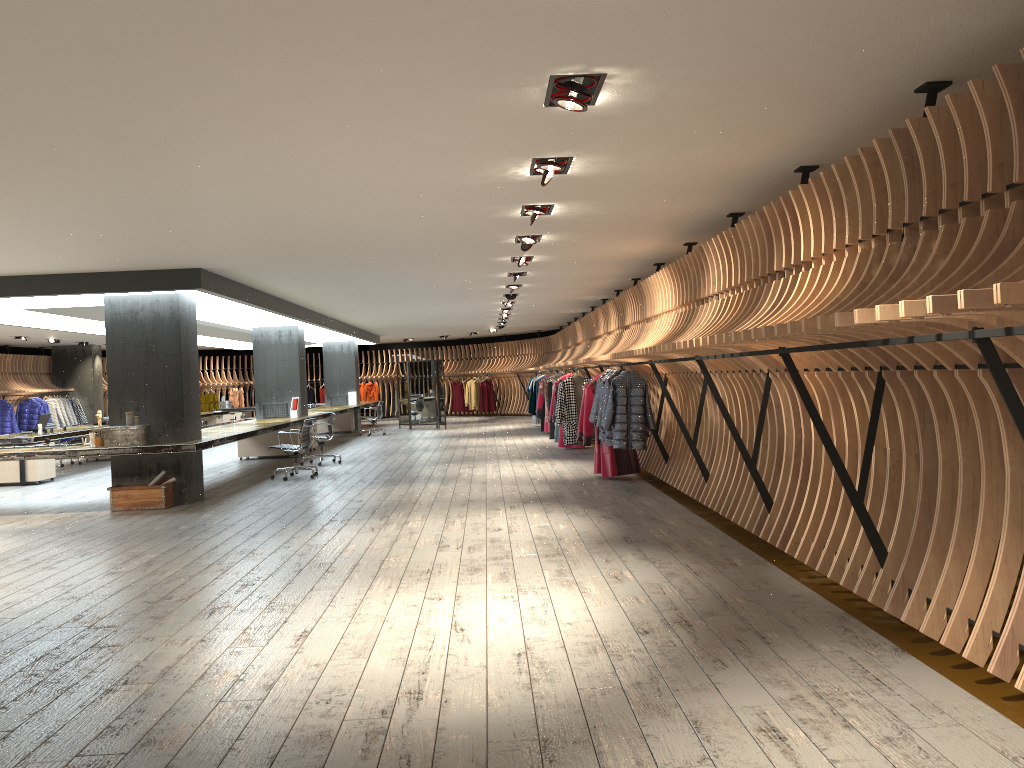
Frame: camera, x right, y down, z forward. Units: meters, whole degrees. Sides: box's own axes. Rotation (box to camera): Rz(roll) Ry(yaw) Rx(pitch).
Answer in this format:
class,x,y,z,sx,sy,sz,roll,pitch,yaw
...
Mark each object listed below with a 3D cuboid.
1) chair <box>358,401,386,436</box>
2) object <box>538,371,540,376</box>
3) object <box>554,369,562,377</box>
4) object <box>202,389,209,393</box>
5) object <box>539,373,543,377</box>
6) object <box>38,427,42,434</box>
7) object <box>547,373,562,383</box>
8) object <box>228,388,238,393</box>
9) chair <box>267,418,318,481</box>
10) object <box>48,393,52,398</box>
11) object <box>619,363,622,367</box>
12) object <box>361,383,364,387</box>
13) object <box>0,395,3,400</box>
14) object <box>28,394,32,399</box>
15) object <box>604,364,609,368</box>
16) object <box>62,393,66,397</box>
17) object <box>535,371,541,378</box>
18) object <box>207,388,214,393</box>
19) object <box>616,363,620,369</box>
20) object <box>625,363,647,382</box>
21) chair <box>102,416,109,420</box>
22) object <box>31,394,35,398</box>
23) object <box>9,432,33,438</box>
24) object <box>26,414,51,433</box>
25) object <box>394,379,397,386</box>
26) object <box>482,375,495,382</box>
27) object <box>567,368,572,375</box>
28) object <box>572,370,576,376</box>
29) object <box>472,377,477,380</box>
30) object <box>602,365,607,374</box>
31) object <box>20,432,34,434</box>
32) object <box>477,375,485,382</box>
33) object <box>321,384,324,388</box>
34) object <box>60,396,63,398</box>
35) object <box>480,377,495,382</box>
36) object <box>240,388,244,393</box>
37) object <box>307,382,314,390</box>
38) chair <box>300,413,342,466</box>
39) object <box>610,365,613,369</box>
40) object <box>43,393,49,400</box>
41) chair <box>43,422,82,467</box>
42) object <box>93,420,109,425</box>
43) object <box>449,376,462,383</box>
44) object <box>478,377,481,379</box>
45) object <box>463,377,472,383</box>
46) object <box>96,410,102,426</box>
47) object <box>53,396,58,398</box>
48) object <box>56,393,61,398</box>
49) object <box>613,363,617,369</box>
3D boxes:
class,x,y,z,sx,sy,sz,roll,pitch,yaw
chair,-3.573,0.879,22.573,0.667,0.859,0.693,-3,0,-6
object,0.778,-0.223,24.711,0.525,0.270,0.012,-3,0,13
object,0.966,-0.173,18.665,0.525,0.270,0.012,-2,0,38
object,-10.442,0.238,30.219,0.525,0.270,0.012,-2,0,28
object,0.804,-0.204,23.512,0.524,0.284,0.014,-3,0,8
object,-7.937,0.785,14.917,0.061,0.111,0.061,-3,0,32
object,0.981,-0.171,18.452,0.525,0.270,0.012,-3,0,-2
object,-9.712,0.196,30.843,0.525,0.270,0.012,-2,0,33
chair,-3.237,0.957,13.079,0.667,0.859,0.693,-3,0,-6
object,-12.338,0.403,23.733,0.518,0.313,0.012,-3,0,-2
object,1.222,-0.121,9.992,0.440,0.226,0.010,-2,0,23
object,-5.392,-0.013,32.088,0.012,0.270,0.525,-3,0,3
object,-12.294,0.405,21.322,0.525,0.270,0.012,-3,0,-2
object,-12.352,0.408,22.713,0.523,0.292,0.012,-3,0,-2
object,1.221,-0.101,11.092,0.523,0.291,0.015,-3,0,8
object,-12.365,0.407,24.532,0.516,0.316,0.012,-3,0,-2
object,0.775,-0.210,24.096,0.523,0.289,0.015,-3,0,8
object,-10.314,0.231,30.350,0.525,0.270,0.012,-2,0,28
object,1.247,-0.122,10.151,0.438,0.242,0.016,-2,0,23
object,1.252,-0.118,9.507,0.440,0.226,0.010,-2,0,38
chair,-8.849,1.146,20.012,0.667,0.859,0.693,-3,0,-6
object,-12.323,0.400,22.855,0.523,0.291,0.012,-3,0,-2
object,-7.702,0.804,13.910,0.302,0.074,0.217,-3,0,-7
object,-8.287,0.687,15.440,0.365,0.316,0.373,-3,0,-2
object,-4.137,-0.065,31.857,0.012,0.270,0.525,-3,0,13
object,-0.775,-0.199,29.709,0.525,0.270,0.012,-3,0,-27
object,1.033,-0.146,15.855,0.525,0.270,0.012,-2,0,28
object,1.070,-0.138,14.792,0.525,0.270,0.012,-3,0,-2
object,-1.262,-0.186,30.243,0.525,0.270,0.012,-3,0,-2
object,1.205,-0.113,11.365,0.525,0.270,0.012,-2,0,28
object,-8.256,0.838,15.081,0.213,0.019,0.219,-3,1,-17
object,-0.944,-0.193,29.908,0.525,0.270,0.012,-3,0,-27
object,-6.791,0.051,32.022,0.525,0.270,0.012,-2,0,43
object,-12.417,0.381,24.372,0.525,0.270,0.012,-3,0,-2
object,-0.835,-0.197,29.790,0.525,0.270,0.012,-3,0,-2
object,-9.472,0.183,30.992,0.012,0.270,0.525,-2,0,-37
object,-7.313,0.074,31.922,0.012,0.270,0.525,-3,0,23
chair,-3.307,0.939,15.155,0.668,0.859,0.693,-3,0,-26
object,1.214,-0.132,10.682,0.010,0.226,0.440,-2,0,-42
object,-12.331,0.405,23.498,0.518,0.313,0.012,-3,0,-2
chair,-8.802,1.169,17.367,0.667,0.859,0.693,-3,0,-11
object,-8.193,0.774,17.778,0.262,0.088,0.373,-3,1,-2
object,-1.939,-0.157,30.804,0.525,0.270,0.012,-3,0,-2
object,-1.113,-0.191,30.078,0.012,0.270,0.525,-3,0,38
object,-1.480,-0.174,30.454,0.525,0.270,0.012,-3,0,-37
object,-8.036,0.666,17.245,0.097,0.300,0.320,-3,0,-18
object,-12.346,0.401,23.996,0.518,0.313,0.012,-3,0,-2
object,-12.351,0.400,24.174,0.518,0.313,0.012,-3,0,-2
object,1.223,-0.130,10.446,0.440,0.226,0.010,-3,0,-12
